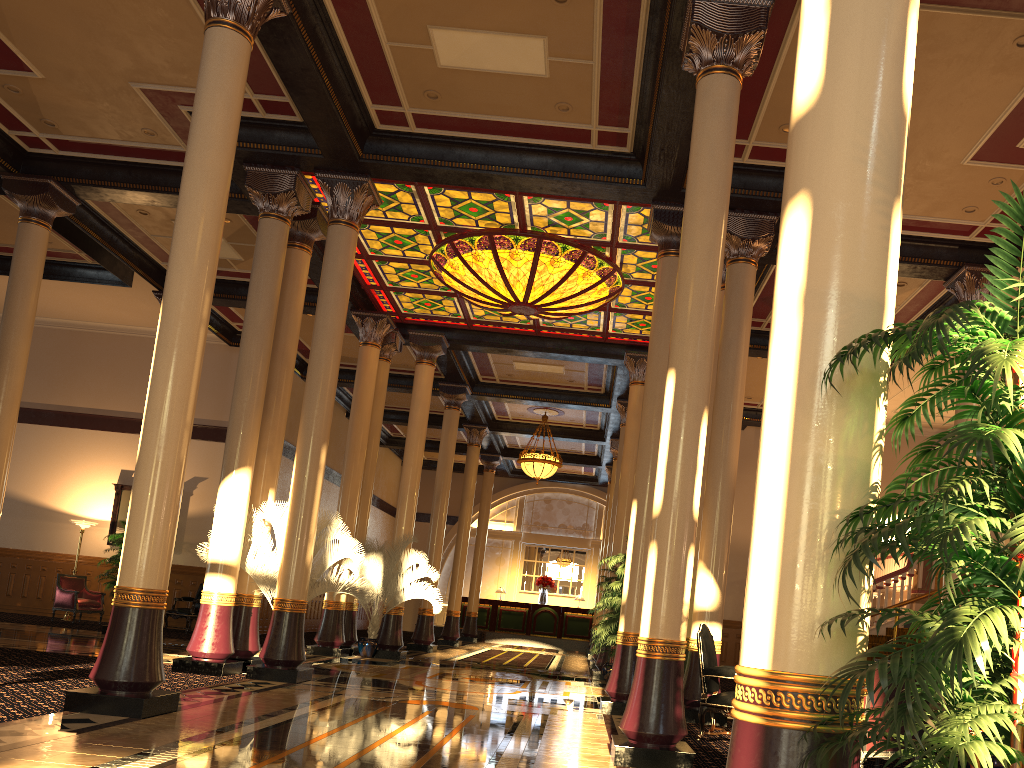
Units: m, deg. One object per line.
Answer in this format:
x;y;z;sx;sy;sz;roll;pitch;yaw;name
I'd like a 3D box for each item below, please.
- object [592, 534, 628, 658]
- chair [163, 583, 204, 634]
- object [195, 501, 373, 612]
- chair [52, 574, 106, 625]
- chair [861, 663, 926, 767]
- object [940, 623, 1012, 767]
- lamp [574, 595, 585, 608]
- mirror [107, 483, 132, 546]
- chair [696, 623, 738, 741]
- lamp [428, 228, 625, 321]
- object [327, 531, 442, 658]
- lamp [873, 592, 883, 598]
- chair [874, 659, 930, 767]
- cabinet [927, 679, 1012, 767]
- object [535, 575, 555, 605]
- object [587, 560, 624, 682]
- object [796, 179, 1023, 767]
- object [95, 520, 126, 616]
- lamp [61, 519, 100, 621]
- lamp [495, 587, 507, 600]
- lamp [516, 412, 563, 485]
1.519;2.896;10.679;1.138;2.118;0.999;12;-9;-38;object
-6.415;4.428;17.406;0.713;1.081;0.786;2;-10;28;chair
-2.751;2.495;10.942;2.087;2.223;1.822;8;-9;-9;object
-8.360;4.176;16.828;0.624;0.905;0.719;2;-10;23;chair
2.687;2.575;6.651;0.713;0.905;0.629;11;-10;-27;chair
3.692;2.406;6.630;1.091;1.414;1.047;0;-10;31;object
2.252;7.273;29.075;0.447;0.436;0.408;15;-13;-41;lamp
-7.752;2.670;18.257;1.382;1.530;0.203;6;-6;1;mirror
2.108;2.859;8.287;0.725;1.081;0.773;3;-9;18;chair
0.204;-1.408;13.204;2.992;0.592;3.076;5;-14;1;lamp
-2.079;3.654;15.119;1.807;2.237;2.136;5;-10;7;object
6.332;4.771;15.721;0.596;1.981;0.574;8;-6;-15;lamp
3.210;2.894;7.669;0.672;0.905;0.668;10;-10;-26;chair
4.124;3.086;7.956;0.547;0.850;1.293;5;-12;5;cabinet
4.790;1.976;15.483;0.686;4.211;29.873;7;-15;-12;object
1.802;4.010;14.787;1.052;2.117;1.083;7;-7;-8;object
1.257;0.607;2.092;1.138;2.118;0.999;12;-9;-38;object
-7.740;3.787;17.485;1.138;2.118;0.999;12;-9;-38;object
-8.783;3.758;17.494;0.612;1.981;0.559;11;-8;-36;lamp
-0.372;7.021;29.094;0.447;0.436;0.408;15;-13;-41;lamp
0.748;1.655;22.155;1.196;1.877;1.207;6;-8;-2;lamp
